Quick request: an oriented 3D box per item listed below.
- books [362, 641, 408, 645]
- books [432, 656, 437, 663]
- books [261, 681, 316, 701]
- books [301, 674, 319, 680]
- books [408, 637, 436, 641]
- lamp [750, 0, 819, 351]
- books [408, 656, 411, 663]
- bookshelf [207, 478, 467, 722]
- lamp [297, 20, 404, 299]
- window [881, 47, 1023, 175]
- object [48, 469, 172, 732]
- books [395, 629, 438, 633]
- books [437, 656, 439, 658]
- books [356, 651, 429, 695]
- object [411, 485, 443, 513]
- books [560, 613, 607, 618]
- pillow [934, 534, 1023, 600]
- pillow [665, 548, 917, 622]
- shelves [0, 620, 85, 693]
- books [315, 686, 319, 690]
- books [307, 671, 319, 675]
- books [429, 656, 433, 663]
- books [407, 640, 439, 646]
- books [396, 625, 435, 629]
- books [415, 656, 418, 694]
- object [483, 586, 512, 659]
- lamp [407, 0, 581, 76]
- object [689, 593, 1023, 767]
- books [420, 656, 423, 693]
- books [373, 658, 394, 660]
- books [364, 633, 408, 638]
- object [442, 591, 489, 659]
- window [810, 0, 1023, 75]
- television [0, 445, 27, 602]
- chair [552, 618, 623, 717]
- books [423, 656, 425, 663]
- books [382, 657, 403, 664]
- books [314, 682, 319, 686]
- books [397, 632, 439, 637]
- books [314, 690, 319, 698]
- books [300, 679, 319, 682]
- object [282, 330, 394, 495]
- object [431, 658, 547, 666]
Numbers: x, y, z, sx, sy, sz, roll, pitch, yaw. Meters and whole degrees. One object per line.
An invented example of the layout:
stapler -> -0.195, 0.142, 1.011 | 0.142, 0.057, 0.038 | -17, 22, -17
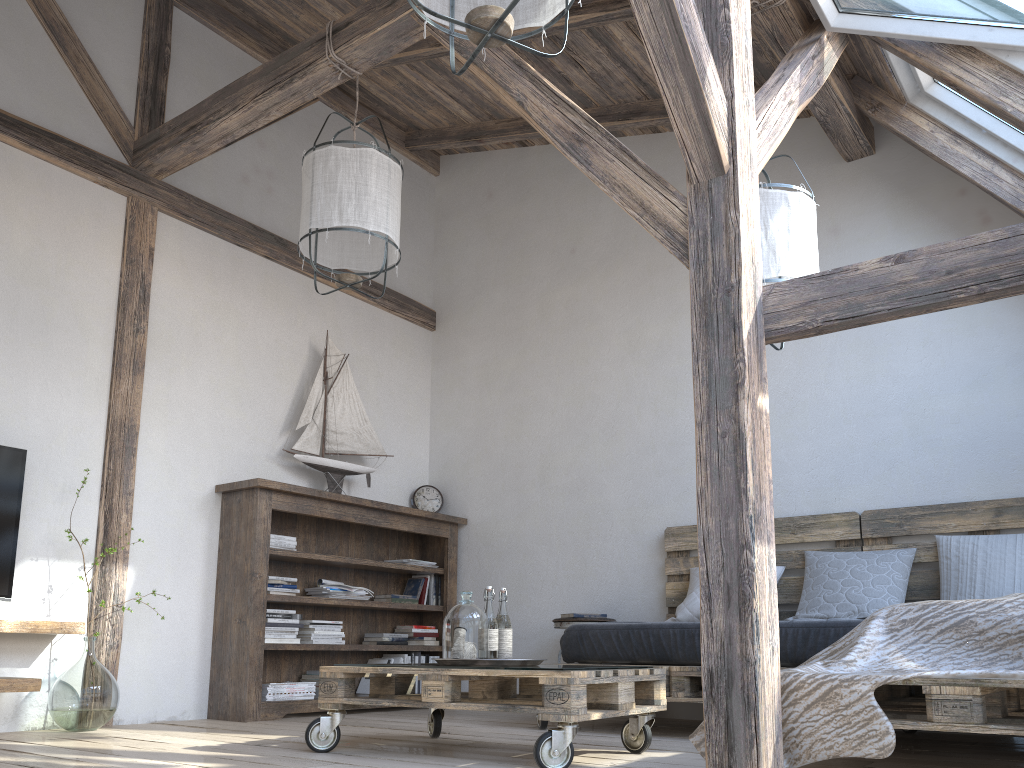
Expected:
books -> -0.749, 1.530, 5.188 | 0.154, 0.023, 0.231 | -16, -23, 43
books -> -0.528, 1.786, 5.415 | 0.159, 0.214, 0.022 | -9, -14, 36
books -> -1.199, 1.574, 4.521 | 0.240, 0.086, 0.323 | -11, -20, 34
books -> -1.014, 1.604, 4.823 | 0.175, 0.024, 0.226 | -10, -19, 30
books -> -0.589, 1.562, 5.393 | 0.205, 0.021, 0.153 | -8, -19, 24
lamp -> 0.915, -0.885, 3.313 | 0.408, 1.480, 0.409 | 3, -11, -12
books -> -0.667, 1.727, 5.225 | 0.158, 0.214, 0.017 | -9, -14, 36
bookshelf -> -0.908, 1.253, 4.963 | 0.351, 1.144, 1.654 | -7, -17, 35
lamp -> -0.635, -0.896, 3.531 | 0.400, 1.057, 0.417 | 3, -12, -12
window -> 1.975, -0.940, 3.225 | 1.106, 1.245, 0.870 | -9, -16, 35
object -> -1.755, 0.951, 3.897 | 0.276, 1.092, 0.526 | -4, -12, 22
books -> -0.588, 1.517, 5.405 | 0.159, 0.021, 0.222 | -13, -22, 38
books -> -0.510, 1.792, 5.436 | 0.158, 0.215, 0.036 | -9, -14, 36
books -> -0.701, 1.714, 5.227 | 0.203, 0.242, 0.418 | -9, -18, 35
object -> -0.549, 0.760, 5.714 | 0.205, 0.204, 0.084 | 5, -12, -17
books -> 0.386, 1.252, 4.745 | 0.206, 0.021, 0.153 | 8, -18, -24
pillow -> 2.171, 0.751, 3.507 | 0.390, 0.389, 0.985 | 10, -19, -35
pillow -> 1.265, 0.946, 4.121 | 1.140, 0.346, 0.357 | -12, -18, 35
shelves -> -2.323, 1.031, 3.057 | 0.334, 0.438, 1.633 | -9, -19, 35
books -> -1.007, 1.655, 4.798 | 0.159, 0.021, 0.229 | -10, -20, 30
books -> -1.007, 1.583, 4.830 | 0.134, 0.020, 0.203 | -11, -20, 34
books -> -0.556, 1.783, 5.407 | 0.159, 0.214, 0.022 | -9, -14, 36
books -> -0.581, 1.587, 5.391 | 0.220, 0.030, 0.165 | -9, -19, 28
books -> -0.594, 1.504, 5.434 | 0.144, 0.019, 0.205 | -12, -21, 34
books -> -0.630, 1.745, 5.285 | 0.159, 0.214, 0.022 | -9, -14, 36
object -> -0.058, 0.852, 3.108 | 0.072, 0.261, 0.156 | -7, -14, 35
lamp -> -0.049, -1.384, 2.038 | 0.408, 1.272, 0.409 | -2, -11, 12
object -> 1.053, 0.766, 2.265 | 1.014, 0.462, 0.829 | 7, -17, -23
books -> -0.601, 1.754, 5.313 | 0.158, 0.214, 0.017 | -9, -14, 36
books -> -0.784, 1.704, 5.133 | 0.158, 0.201, 0.109 | -9, -15, 36
books -> -0.744, 1.488, 5.204 | 0.153, 0.023, 0.233 | -10, -20, 30
object -> -0.156, 0.822, 2.975 | 0.156, 0.241, 0.160 | -1, -12, 5
window -> 1.468, -1.174, 2.469 | 1.362, 1.244, 0.870 | -10, -16, 35
television -> -2.361, 0.481, 3.177 | 0.208, 0.687, 1.123 | -7, -17, 35
chair -> 0.391, 1.518, 4.718 | 0.357, 0.507, 0.359 | -10, -16, 39
books -> -0.595, 1.767, 5.354 | 0.159, 0.214, 0.022 | -9, -14, 36
books -> -0.729, 1.706, 5.150 | 0.158, 0.206, 0.092 | -9, -15, 36
books -> -1.007, 1.634, 4.802 | 0.159, 0.021, 0.229 | -12, -21, 35
books -> -0.579, 1.541, 5.404 | 0.163, 0.026, 0.206 | -15, -23, 42
books -> -1.009, 1.682, 4.792 | 0.175, 0.037, 0.227 | -11, -20, 34
books -> -1.012, 1.623, 4.820 | 0.175, 0.013, 0.234 | -13, -21, 37
object -> -0.979, 0.194, 5.092 | 0.142, 0.967, 0.802 | -9, -16, 40
object -> -0.077, 0.945, 2.990 | 0.398, 0.021, 0.402 | 11, -20, -32
